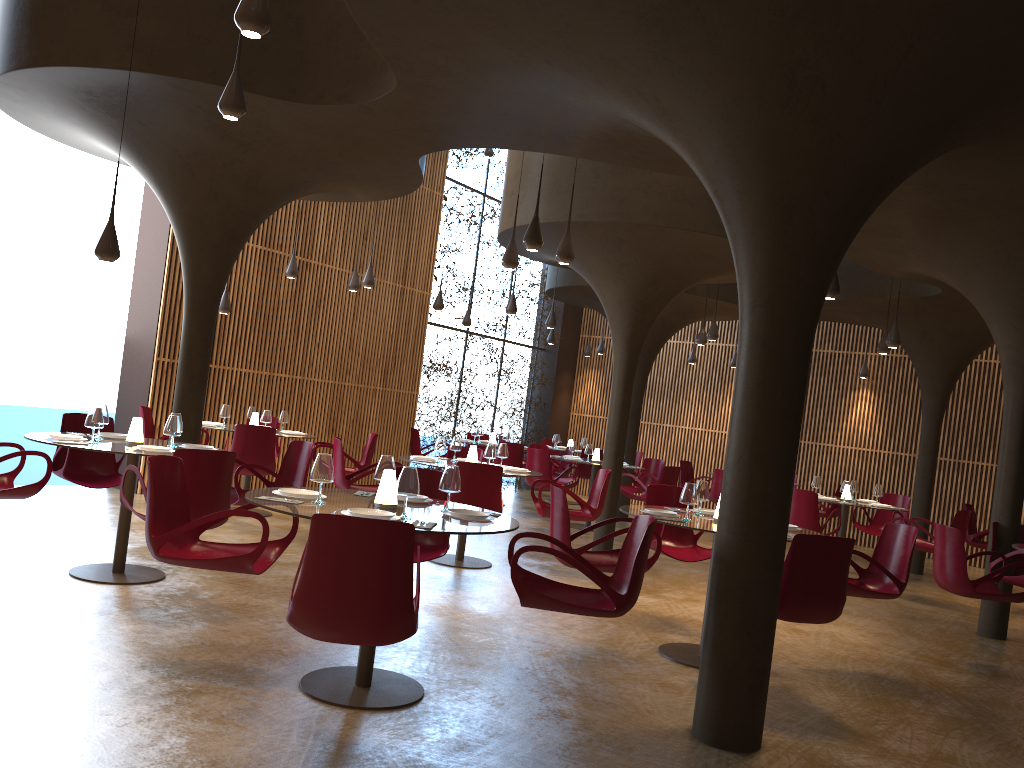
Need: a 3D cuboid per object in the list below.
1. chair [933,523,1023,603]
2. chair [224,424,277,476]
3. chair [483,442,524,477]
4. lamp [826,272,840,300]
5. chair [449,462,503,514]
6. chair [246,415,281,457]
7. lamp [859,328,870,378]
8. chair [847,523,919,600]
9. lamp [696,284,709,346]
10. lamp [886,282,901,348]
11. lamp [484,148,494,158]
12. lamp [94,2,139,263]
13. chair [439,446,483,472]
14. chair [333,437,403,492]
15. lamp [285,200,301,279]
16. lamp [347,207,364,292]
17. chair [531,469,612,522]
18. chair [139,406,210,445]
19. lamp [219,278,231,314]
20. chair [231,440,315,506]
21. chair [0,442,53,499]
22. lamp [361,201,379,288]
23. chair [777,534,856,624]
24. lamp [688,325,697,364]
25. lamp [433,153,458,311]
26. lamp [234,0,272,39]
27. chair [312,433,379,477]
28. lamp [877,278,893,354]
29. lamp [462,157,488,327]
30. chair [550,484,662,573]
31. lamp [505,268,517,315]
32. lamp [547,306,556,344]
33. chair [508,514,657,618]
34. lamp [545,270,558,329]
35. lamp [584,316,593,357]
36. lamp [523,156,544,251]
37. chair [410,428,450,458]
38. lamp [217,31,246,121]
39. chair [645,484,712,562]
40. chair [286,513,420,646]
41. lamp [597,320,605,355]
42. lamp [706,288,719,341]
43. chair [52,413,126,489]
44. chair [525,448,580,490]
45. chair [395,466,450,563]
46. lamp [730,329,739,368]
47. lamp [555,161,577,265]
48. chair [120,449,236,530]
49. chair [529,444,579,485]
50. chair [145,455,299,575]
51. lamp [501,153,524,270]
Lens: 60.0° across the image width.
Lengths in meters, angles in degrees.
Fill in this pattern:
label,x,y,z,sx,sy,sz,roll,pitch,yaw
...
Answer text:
label,x,y,z,sx,sy,sz,roll,pitch,yaw
chair,4.319,1.657,8.168,0.873,0.636,0.625,7,-1,-2
chair,-3.192,0.798,10.861,0.625,0.636,0.872,7,-1,-20
chair,-0.129,1.325,15.720,0.625,0.636,0.872,7,-1,-15
lamp,3.567,-3.968,8.888,0.195,6.276,0.196,7,0,20
chair,-0.391,1.094,9.047,0.625,0.636,0.872,7,-1,-7
chair,-3.731,0.798,13.153,0.625,0.636,0.872,7,-1,-15
lamp,7.369,-3.233,17.615,0.196,6.276,0.195,7,0,-40
chair,2.913,1.459,7.430,0.873,0.636,0.625,7,-1,-10
lamp,3.617,-3.776,15.142,0.196,6.276,0.195,7,0,-20
lamp,5.622,-3.613,12.197,0.196,6.276,0.195,7,0,-20
lamp,-0.282,-5.873,17.249,0.196,2.961,0.195,7,0,-20
lamp,-2.853,-4.088,7.089,0.196,6.276,0.195,7,0,-40
chair,-0.628,1.131,11.291,0.625,0.636,0.873,7,-1,-2
chair,-1.633,0.970,10.109,0.873,0.636,0.625,7,-1,-12
lamp,-2.811,-4.648,12.843,0.195,6.276,0.196,7,0,43
lamp,-2.032,-4.531,13.518,0.195,6.276,0.196,7,0,43
chair,0.694,1.268,10.333,0.873,0.636,0.625,7,-1,-7
chair,-4.492,0.660,11.703,0.873,0.636,0.625,7,-1,-10
lamp,-3.626,-4.094,12.346,0.196,6.276,0.196,7,0,10
chair,-2.326,0.831,8.347,0.874,0.636,0.624,8,-1,-42
chair,-4.099,0.564,6.813,0.624,0.636,0.874,6,-1,43
lamp,-1.702,-4.509,12.846,0.196,6.276,0.195,7,0,-27
chair,1.922,1.296,6.129,0.625,0.636,0.872,7,-1,-15
lamp,4.335,-3.557,19.466,0.196,6.276,0.195,7,0,-40
lamp,-0.854,-4.342,14.899,0.196,6.276,0.196,7,0,10
lamp,-0.989,-4.960,4.695,0.196,6.276,0.195,7,0,-40
chair,-2.318,0.948,12.244,0.873,0.636,0.624,7,-1,-15
lamp,5.858,-3.557,13.067,0.196,6.276,0.195,7,0,-20
lamp,-0.502,-4.227,17.272,0.196,6.276,0.195,7,0,-30
chair,0.700,1.172,7.082,0.873,0.636,0.625,7,-1,-5
lamp,0.368,-4.214,14.059,0.196,6.276,0.196,7,0,-10
lamp,1.217,-3.964,18.884,0.196,6.276,0.195,7,0,-30
chair,0.420,1.089,5.473,0.872,0.636,0.625,7,-1,-2
lamp,1.060,-4.085,15.482,0.196,6.276,0.196,7,0,-10
lamp,2.195,-3.773,21.196,0.196,6.276,0.195,7,0,-30
lamp,0.576,-4.360,8.275,0.196,6.276,0.195,7,0,-20
chair,-1.502,1.180,16.602,0.873,0.636,0.624,8,-1,-20
lamp,-1.596,-4.989,6.261,0.196,6.276,0.195,7,0,-40
chair,1.584,1.323,8.459,0.625,0.636,0.872,7,-1,-10
chair,-0.741,0.909,4.324,0.625,0.636,0.872,7,-1,-7
lamp,2.386,-3.785,19.991,0.196,6.276,0.195,7,0,-30
lamp,3.588,-3.808,14.179,0.196,6.276,0.195,7,0,-20
chair,-3.954,0.628,8.363,0.626,0.636,0.871,8,-1,-37
chair,0.599,1.370,14.168,0.624,0.636,0.874,6,-1,40
chair,-0.752,0.978,6.679,0.625,0.636,0.873,7,-1,-2
lamp,5.165,-3.464,19.091,0.196,6.276,0.195,7,0,-30
lamp,0.904,-4.304,8.797,0.195,6.276,0.196,7,0,40
chair,-2.478,0.762,6.666,0.626,0.636,0.871,8,-1,-42
chair,0.673,1.426,15.723,0.626,0.636,0.871,8,-1,-40
chair,-1.819,0.808,5.440,0.872,0.636,0.625,7,-1,3
lamp,0.360,-4.349,9.559,0.195,6.276,0.196,7,0,40
